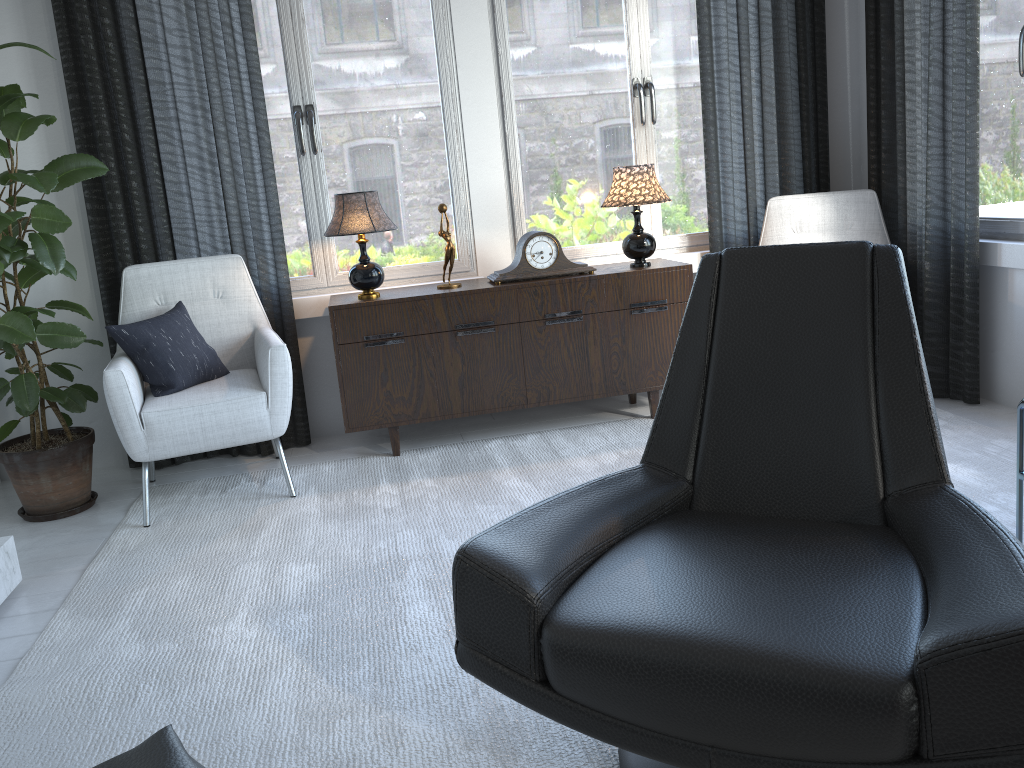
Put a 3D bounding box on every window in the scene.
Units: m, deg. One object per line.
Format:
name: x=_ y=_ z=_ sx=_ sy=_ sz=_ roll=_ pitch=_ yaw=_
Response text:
window: x=0.514 y=-1.690 z=3.710 sx=1.269 sy=2.306 sz=0.134 roll=-7 pitch=11 yaw=-9
window: x=-0.876 y=-1.504 z=3.489 sx=1.269 sy=2.306 sz=0.134 roll=-7 pitch=11 yaw=-9
window: x=1.727 y=-1.617 z=2.867 sx=0.133 sy=2.306 sz=1.277 roll=-7 pitch=11 yaw=-9

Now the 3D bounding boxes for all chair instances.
chair: x=-1.109 y=-0.024 z=3.166 sx=0.595 sy=0.817 sz=0.616 roll=-9 pitch=12 yaw=-19
chair: x=0.430 y=0.203 z=1.496 sx=0.840 sy=0.804 sz=0.810 roll=1 pitch=13 yaw=28
chair: x=1.237 y=-0.334 z=3.525 sx=0.593 sy=0.817 sz=0.617 roll=-1 pitch=12 yaw=21

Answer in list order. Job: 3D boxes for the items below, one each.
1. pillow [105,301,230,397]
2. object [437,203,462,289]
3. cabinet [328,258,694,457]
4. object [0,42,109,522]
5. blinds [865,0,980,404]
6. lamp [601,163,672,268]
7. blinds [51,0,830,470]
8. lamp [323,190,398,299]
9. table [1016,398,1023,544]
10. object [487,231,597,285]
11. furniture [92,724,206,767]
pillow: x=-1.204 y=-0.126 z=3.127 sx=0.252 sy=0.293 sz=0.359 roll=-2 pitch=12 yaw=17
object: x=-0.259 y=-0.534 z=3.426 sx=0.097 sy=0.322 sz=0.097 roll=-7 pitch=11 yaw=-9
cabinet: x=0.013 y=-0.114 z=3.567 sx=1.400 sy=0.608 sz=0.389 roll=-8 pitch=11 yaw=-9
object: x=-1.640 y=-0.308 z=2.932 sx=0.937 sy=1.578 sz=0.643 roll=3 pitch=14 yaw=36
blinds: x=1.721 y=-1.338 z=2.188 sx=0.189 sy=3.253 sz=3.234 roll=-7 pitch=12 yaw=-9
lamp: x=0.496 y=-0.665 z=3.512 sx=0.280 sy=0.394 sz=0.283 roll=-2 pitch=12 yaw=17
blinds: x=-0.148 y=-1.452 z=3.493 sx=3.214 sy=3.254 sz=0.190 roll=-8 pitch=11 yaw=-9
lamp: x=-0.564 y=-0.523 z=3.344 sx=0.280 sy=0.394 sz=0.283 roll=-2 pitch=12 yaw=17
table: x=1.470 y=0.253 z=1.754 sx=0.593 sy=0.407 sz=0.597 roll=-7 pitch=12 yaw=-9
object: x=0.107 y=-0.509 z=3.481 sx=0.406 sy=0.179 sz=0.182 roll=-8 pitch=12 yaw=-9
furniture: x=-0.425 y=0.680 z=0.777 sx=0.615 sy=0.375 sz=0.602 roll=6 pitch=17 yaw=43
